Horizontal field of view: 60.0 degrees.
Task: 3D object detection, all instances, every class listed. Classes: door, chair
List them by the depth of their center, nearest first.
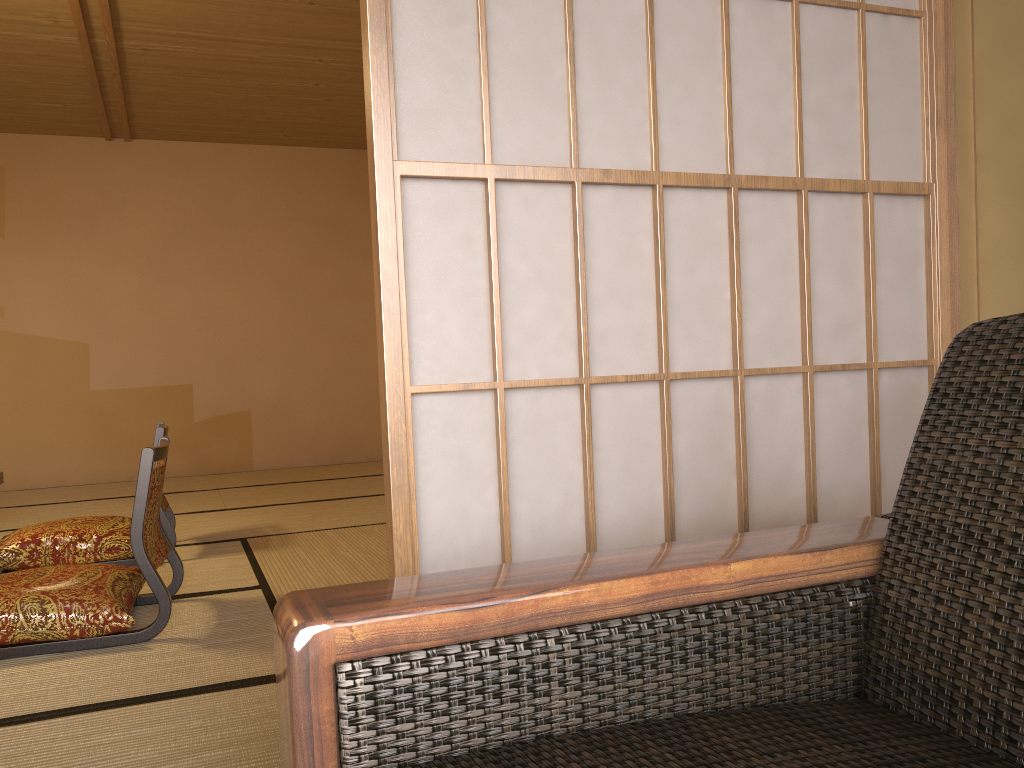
[{"bbox_3d":[0.339,0.319,0.592,0.943,0.780,0.872,-3,2,-21],"label":"chair"},{"bbox_3d":[0.277,-0.280,1.356,0.992,1.935,0.040,-3,3,-21],"label":"door"},{"bbox_3d":[-1.361,0.462,2.631,0.686,0.547,0.582,-3,2,-17],"label":"chair"},{"bbox_3d":[-1.759,0.457,3.643,0.698,0.547,0.582,-3,2,-22],"label":"chair"}]

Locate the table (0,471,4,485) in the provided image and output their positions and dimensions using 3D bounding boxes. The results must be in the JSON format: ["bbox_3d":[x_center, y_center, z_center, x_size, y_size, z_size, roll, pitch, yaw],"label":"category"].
[{"bbox_3d":[-2.544,0.594,3.317,0.994,0.357,0.994,-3,1,-21],"label":"table"}]
